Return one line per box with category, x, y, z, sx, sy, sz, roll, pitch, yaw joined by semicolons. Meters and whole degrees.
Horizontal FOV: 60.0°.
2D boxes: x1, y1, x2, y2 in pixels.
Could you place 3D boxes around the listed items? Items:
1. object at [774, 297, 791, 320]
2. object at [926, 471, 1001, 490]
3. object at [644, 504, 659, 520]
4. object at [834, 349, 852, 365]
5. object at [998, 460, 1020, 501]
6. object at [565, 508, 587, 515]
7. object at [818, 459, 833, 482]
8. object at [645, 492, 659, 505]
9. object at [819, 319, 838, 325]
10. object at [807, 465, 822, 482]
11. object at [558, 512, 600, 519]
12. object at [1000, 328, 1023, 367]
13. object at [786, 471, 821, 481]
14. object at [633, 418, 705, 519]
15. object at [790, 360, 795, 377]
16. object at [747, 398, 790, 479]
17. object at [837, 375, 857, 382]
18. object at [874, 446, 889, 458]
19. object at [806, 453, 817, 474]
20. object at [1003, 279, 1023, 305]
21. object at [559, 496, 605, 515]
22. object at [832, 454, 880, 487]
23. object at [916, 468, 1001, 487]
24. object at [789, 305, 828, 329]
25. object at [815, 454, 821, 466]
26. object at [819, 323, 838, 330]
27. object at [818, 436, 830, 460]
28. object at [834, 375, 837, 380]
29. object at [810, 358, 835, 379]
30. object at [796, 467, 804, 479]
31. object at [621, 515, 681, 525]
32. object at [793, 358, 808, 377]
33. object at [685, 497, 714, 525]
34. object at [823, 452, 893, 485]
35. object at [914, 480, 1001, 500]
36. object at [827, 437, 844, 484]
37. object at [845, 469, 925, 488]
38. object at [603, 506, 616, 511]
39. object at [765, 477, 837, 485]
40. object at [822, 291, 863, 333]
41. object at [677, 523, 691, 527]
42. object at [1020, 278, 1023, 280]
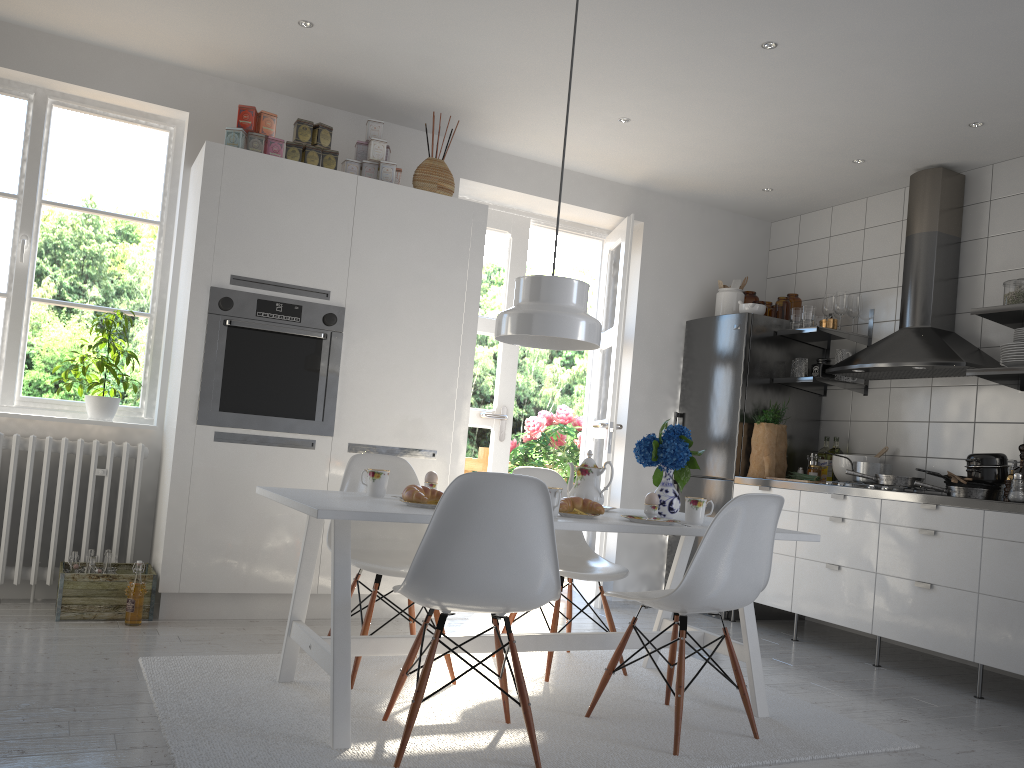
object;1.662;-0.453;5.443;0.093;0.153;0.093;5;-3;-4
object;2.123;0.470;4.197;0.347;0.082;0.244;4;-4;14
object;0.469;0.435;2.995;0.048;0.057;0.048;4;-3;14
object;1.953;-0.154;5.234;0.083;0.100;0.109;5;-3;7
object;2.411;0.469;4.307;0.081;0.201;0.101;5;-3;-7
object;0.215;0.424;2.914;0.070;0.036;0.109;6;-4;-19
object;1.837;0.516;5.205;0.044;0.140;0.077;6;-3;-27
object;0.473;0.398;2.997;0.048;0.063;0.048;6;-3;-23
object;1.829;-0.348;5.125;0.099;0.048;0.100;5;-4;-4
object;1.754;0.523;5.137;0.078;0.101;0.078;3;-3;30
object;0.214;0.435;2.948;0.158;0.016;0.158;6;-5;-17
object;2.404;-0.150;4.051;0.301;0.194;0.306;7;-4;-22
object;1.602;0.516;4.930;0.142;0.053;0.276;6;-4;-11
object;0.586;0.318;3.342;0.236;0.376;0.266;6;-3;-25
object;1.702;-0.082;5.279;0.086;0.119;0.086;6;-3;-17
object;1.512;0.312;5.180;0.283;0.508;0.173;7;-3;-40
object;1.962;-0.055;5.201;0.083;0.100;0.108;8;-4;-38
object;1.988;0.458;4.978;0.221;0.232;0.081;4;-3;24
object;1.759;0.493;5.209;0.059;0.172;0.059;4;-3;23
object;2.333;-0.409;4.093;0.121;0.130;0.121;8;-4;-41
object;0.221;0.408;2.966;0.161;0.057;0.124;6;-4;-12
object;1.937;0.494;5.006;0.247;0.175;0.248;4;-4;14
object;2.130;0.456;4.186;0.356;0.080;0.246;7;-4;-19
object;1.749;-0.375;5.240;0.229;0.134;0.190;8;-5;-36
object;1.798;0.501;5.261;0.059;0.172;0.059;4;-3;23
object;1.828;-0.326;5.123;0.100;0.036;0.100;6;-4;-7
object;1.867;0.454;5.281;0.066;0.282;0.066;7;-3;-32
object;1.924;-0.053;5.275;0.083;0.100;0.108;8;-4;-38
object;1.800;-0.087;5.126;0.100;0.122;0.100;6;-3;-17
object;1.698;0.533;5.221;0.046;0.084;0.046;3;-4;40
object;0.467;0.461;2.993;0.201;0.016;0.201;7;-5;-22
object;1.689;-0.091;5.180;0.086;0.119;0.086;7;-3;-30
object;0.646;0.446;3.107;0.091;0.095;0.078;7;-4;-33
object;1.872;0.455;4.793;0.347;0.153;0.200;4;-4;13
object;2.130;0.508;4.224;0.351;0.060;0.233;1;-6;41
object;1.900;0.451;5.206;0.082;0.281;0.089;6;-3;-27
object;1.900;0.480;4.490;0.351;0.060;0.233;1;-6;41
object;0.308;0.483;3.467;0.201;0.016;0.201;7;-5;-22
object;1.605;0.540;4.926;0.220;0.012;0.330;7;-5;-27
object;1.956;-0.410;5.269;0.206;0.244;0.192;7;-3;-29
object;0.564;0.476;3.041;0.032;0.011;0.140;7;-5;-23
object;2.445;-0.410;4.211;0.121;0.170;0.121;6;-3;-7
